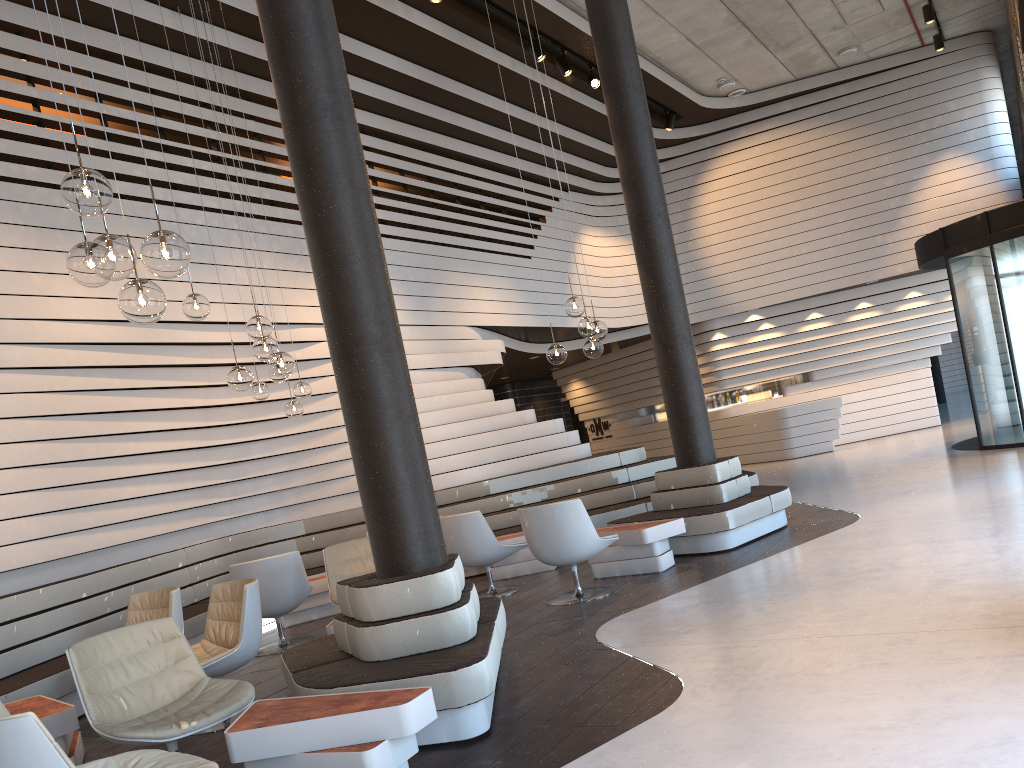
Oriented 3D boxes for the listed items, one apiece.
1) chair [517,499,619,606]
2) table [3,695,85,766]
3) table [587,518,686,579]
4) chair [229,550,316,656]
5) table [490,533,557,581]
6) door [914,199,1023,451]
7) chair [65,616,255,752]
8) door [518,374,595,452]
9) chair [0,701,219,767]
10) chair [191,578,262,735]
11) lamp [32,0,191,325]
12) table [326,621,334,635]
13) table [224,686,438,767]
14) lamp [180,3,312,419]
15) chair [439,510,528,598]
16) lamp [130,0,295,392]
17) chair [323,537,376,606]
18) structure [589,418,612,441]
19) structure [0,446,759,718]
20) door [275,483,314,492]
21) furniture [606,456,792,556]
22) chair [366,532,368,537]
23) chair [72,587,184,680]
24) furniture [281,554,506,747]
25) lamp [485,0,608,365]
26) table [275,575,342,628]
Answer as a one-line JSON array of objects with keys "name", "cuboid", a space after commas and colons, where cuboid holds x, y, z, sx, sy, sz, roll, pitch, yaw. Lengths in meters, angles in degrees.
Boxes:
[{"name": "chair", "cuboid": [0.446, 1.251, 6.750, 0.666, 0.768, 0.700, -12, -1, 32]}, {"name": "table", "cuboid": [-2.527, 1.924, 4.734, 0.408, 0.371, 0.918, -11, -3, -26]}, {"name": "table", "cuboid": [0.975, 1.386, 7.359, 0.920, 0.371, 0.407, -14, -2, 34]}, {"name": "chair", "cuboid": [-1.951, 1.776, 7.223, 0.651, 0.768, 0.716, -11, -1, -14]}, {"name": "table", "cuboid": [0.100, 1.646, 8.521, 0.908, 0.371, 0.412, -12, -1, 5]}, {"name": "door", "cuboid": [7.087, -0.810, 11.146, 3.255, 2.858, 3.200, -13, -2, 38]}, {"name": "chair", "cuboid": [-1.553, 1.470, 3.963, 0.721, 0.768, 0.646, -12, -1, 35]}, {"name": "door", "cuboid": [1.138, 1.100, 20.904, 1.799, 2.708, 0.078, -11, 2, 37]}, {"name": "chair", "cuboid": [-1.361, 1.358, 2.923, 0.699, 0.768, 0.667, -11, -1, -41]}, {"name": "chair", "cuboid": [-1.777, 1.600, 5.189, 0.699, 0.768, 0.667, -11, -1, -38]}, {"name": "lamp", "cuboid": [-1.838, -2.514, 3.125, 0.549, 4.686, 0.290, -11, 2, 17]}, {"name": "table", "cuboid": [-0.767, 1.636, 5.792, 0.896, 0.371, 0.418, -10, -2, -21]}, {"name": "table", "cuboid": [-0.755, 1.475, 3.496, 0.917, 0.371, 0.408, -13, -2, 25]}, {"name": "lamp", "cuboid": [-2.469, -1.991, 7.726, 0.530, 4.725, 0.333, -12, 2, -6]}, {"name": "chair", "cuboid": [-0.234, 1.457, 7.710, 0.699, 0.768, 0.667, -11, -1, -42]}, {"name": "lamp", "cuboid": [-2.144, -2.292, 5.558, 0.314, 4.753, 0.650, -10, 3, 40]}, {"name": "chair", "cuboid": [-1.036, 1.543, 6.573, 0.650, 0.768, 0.717, -11, -1, -18]}, {"name": "structure", "cuboid": [1.962, 1.001, 19.728, 0.017, 0.470, 0.813, -13, -1, -33]}, {"name": "structure", "cuboid": [-3.153, 1.777, 4.844, 5.853, 0.929, 17.969, -14, -4, 27]}, {"name": "door", "cuboid": [-2.753, 1.576, 11.769, 0.985, 2.110, 0.160, -11, 2, 32]}, {"name": "furniture", "cuboid": [1.839, 1.076, 8.011, 1.751, 0.724, 1.291, -10, -3, -23]}, {"name": "chair", "cuboid": [-1.205, 1.669, 7.898, 0.721, 0.768, 0.647, -12, -1, 31]}, {"name": "chair", "cuboid": [-2.443, 1.773, 5.715, 0.667, 0.768, 0.699, -12, -1, 39]}, {"name": "furniture", "cuboid": [-0.702, 1.367, 4.658, 1.276, 0.723, 1.771, -12, -3, 2]}, {"name": "lamp", "cuboid": [1.708, -2.426, 12.363, 9.169, 4.623, 41.315, -13, -4, 31]}, {"name": "table", "cuboid": [-1.931, 2.055, 8.405, 0.896, 0.371, 0.418, -10, -2, -21]}]
